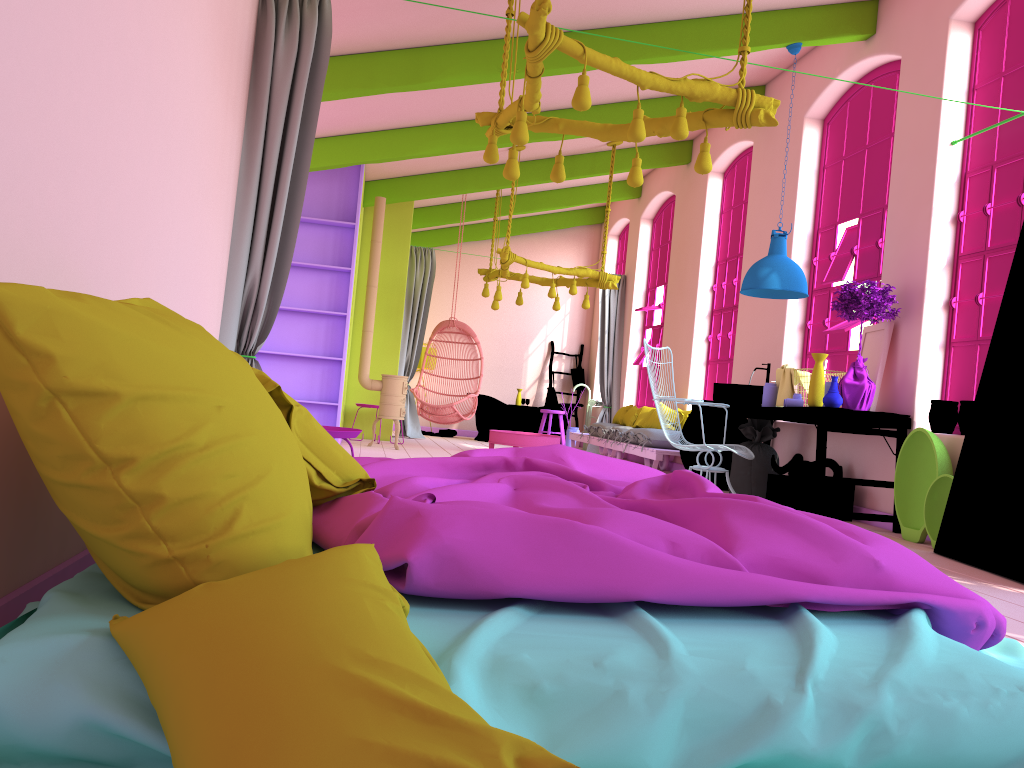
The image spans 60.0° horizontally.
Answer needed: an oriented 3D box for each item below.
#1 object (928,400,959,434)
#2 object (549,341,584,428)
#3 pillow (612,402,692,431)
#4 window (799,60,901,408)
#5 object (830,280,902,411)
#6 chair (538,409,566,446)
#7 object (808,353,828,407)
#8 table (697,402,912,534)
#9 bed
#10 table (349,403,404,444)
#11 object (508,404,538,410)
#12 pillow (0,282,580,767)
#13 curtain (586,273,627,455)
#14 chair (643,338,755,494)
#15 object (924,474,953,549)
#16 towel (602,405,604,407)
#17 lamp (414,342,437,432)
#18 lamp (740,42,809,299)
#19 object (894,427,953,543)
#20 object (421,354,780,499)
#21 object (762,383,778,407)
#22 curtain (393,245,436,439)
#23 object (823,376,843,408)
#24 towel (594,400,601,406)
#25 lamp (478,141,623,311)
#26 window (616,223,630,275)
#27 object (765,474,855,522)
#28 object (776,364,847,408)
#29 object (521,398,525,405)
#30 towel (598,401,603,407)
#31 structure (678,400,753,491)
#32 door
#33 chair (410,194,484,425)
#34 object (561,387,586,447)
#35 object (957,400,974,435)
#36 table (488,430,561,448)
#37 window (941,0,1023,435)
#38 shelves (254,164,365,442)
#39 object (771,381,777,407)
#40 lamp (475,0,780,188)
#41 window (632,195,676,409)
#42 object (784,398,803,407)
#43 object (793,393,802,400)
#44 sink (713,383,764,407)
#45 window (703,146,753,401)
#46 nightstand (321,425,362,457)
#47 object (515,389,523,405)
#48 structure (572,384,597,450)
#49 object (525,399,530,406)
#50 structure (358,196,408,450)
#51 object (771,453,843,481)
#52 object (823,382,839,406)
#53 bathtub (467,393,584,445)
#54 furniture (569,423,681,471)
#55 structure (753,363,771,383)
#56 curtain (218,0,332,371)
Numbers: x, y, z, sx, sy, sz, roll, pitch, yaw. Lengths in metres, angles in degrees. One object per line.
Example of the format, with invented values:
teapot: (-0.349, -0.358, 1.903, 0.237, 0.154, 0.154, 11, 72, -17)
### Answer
object: (2.895, 0.223, 5.952, 0.182, 0.222, 0.182, 6, -1, -32)
object: (0.885, 0.170, 14.948, 0.603, 1.764, 0.410, 5, -1, -9)
pillow: (1.663, 0.413, 10.926, 0.578, 0.399, 1.997, 6, -1, -10)
window: (2.898, -1.142, 7.464, 0.492, 3.003, 1.497, 5, -1, -9)
object: (2.480, -0.277, 6.330, 0.502, 0.950, 0.441, 5, -1, 41)
chair: (0.555, 0.678, 13.032, 0.473, 0.593, 0.446, 6, -1, -41)
object: (2.183, -0.025, 6.337, 0.116, 0.383, 0.116, 6, -1, -36)
table: (2.217, 0.593, 7.096, 0.655, 0.820, 2.192, 6, -1, -9)
bed: (0.299, 0.478, 2.585, 2.803, 0.514, 3.576, 6, -1, -10)
table: (-1.652, 0.490, 10.940, 0.596, 0.458, 0.596, 5, -1, 28)
object: (0.168, 0.376, 14.088, 0.360, 0.068, 1.323, 6, -1, -9)
pillow: (-0.713, 0.209, 2.155, 0.849, 0.822, 2.617, 6, -1, -20)
curtain: (1.459, -0.293, 13.229, 0.518, 2.785, 0.525, 5, -1, 10)
chair: (1.490, 0.317, 6.935, 0.924, 1.238, 1.079, 5, -1, 25)
object: (2.649, 0.777, 5.348, 0.137, 0.462, 0.284, 6, -1, -24)
towel: (1.564, 0.316, 13.882, 0.262, 0.102, 0.247, 6, -1, -14)
lamp: (-1.522, 0.054, 14.440, 0.491, 1.466, 0.477, 5, -1, 21)
lamp: (2.169, -1.706, 7.042, 0.528, 2.002, 0.529, 5, -1, 22)
object: (2.680, 0.653, 5.685, 0.218, 0.733, 0.451, 5, -1, -9)
object: (0.404, 0.128, 11.102, 2.827, 1.580, 7.864, 6, -1, -9)
object: (2.101, 0.093, 7.228, 0.109, 0.197, 0.109, 6, -1, -17)
curtain: (-1.423, -0.630, 12.756, 0.519, 2.785, 0.525, 6, -1, -29)
object: (2.227, 0.057, 6.143, 0.132, 0.219, 0.132, 5, -1, 7)
towel: (1.477, 0.319, 14.412, 0.262, 0.102, 0.247, 6, -1, -9)
lamp: (0.269, -1.981, 10.849, 1.611, 2.264, 1.775, 6, -1, -28)
window: (1.772, -1.115, 14.194, 0.072, 3.047, 1.275, 5, -1, -9)
object: (2.267, 0.864, 6.779, 0.446, 0.277, 0.521, 6, -1, -9)
object: (2.350, 0.031, 7.089, 0.444, 0.369, 0.633, 6, -1, -9)
object: (0.174, 0.312, 13.890, 0.069, 0.170, 0.069, 5, -1, 10)
towel: (1.521, 0.318, 14.148, 0.247, 0.102, 0.262, 6, -1, -19)
structure: (1.971, 0.592, 8.585, 0.718, 0.844, 0.717, 6, -1, -42)
door: (2.781, -0.097, 4.614, 0.450, 2.210, 1.153, 5, -1, 1)
chair: (-0.721, -1.050, 11.085, 0.860, 3.129, 0.806, 5, -1, 10)
object: (0.911, 0.519, 13.437, 0.451, 0.987, 0.277, 5, -1, 35)
object: (2.944, 0.222, 5.658, 0.182, 0.222, 0.182, 6, -1, -27)
table: (0.150, 0.747, 10.883, 0.885, 0.285, 0.886, 5, -1, 17)
window: (3.209, -1.160, 5.570, 0.072, 3.047, 1.275, 5, -1, -9)
shelves: (-2.595, -0.948, 9.173, 1.842, 3.104, 0.384, 5, -1, -9)
object: (2.234, 0.088, 7.517, 0.165, 0.250, 0.411, 5, -1, 26)
lamp: (0.470, -2.276, 5.262, 1.611, 2.264, 1.775, 6, -1, -28)
window: (2.086, -1.115, 12.311, 0.551, 3.009, 1.513, 5, -1, -9)
object: (2.153, 0.152, 6.786, 0.137, 0.076, 0.076, 5, -1, 11)
object: (2.204, 0.134, 6.862, 0.065, 0.118, 0.065, 5, -1, 39)
sink: (1.989, 0.093, 7.712, 0.340, 0.194, 0.609, 6, -1, -9)
window: (2.489, -1.138, 9.890, 0.072, 3.047, 1.275, 5, -1, -9)
nightstand: (-0.987, 0.406, 3.935, 0.596, 0.458, 0.596, 5, -1, 28)
object: (0.107, 0.236, 14.046, 0.097, 0.321, 0.097, 5, -1, 2)
structure: (1.179, 0.532, 14.237, 0.451, 1.061, 0.254, 5, -1, 34)
object: (0.245, 0.322, 14.067, 0.069, 0.170, 0.069, 5, -1, 10)
structure: (-1.381, -0.681, 10.127, 0.577, 2.814, 0.403, 5, -1, 8)
object: (2.284, 0.775, 6.929, 0.300, 0.448, 0.672, 6, -1, -34)
object: (2.311, 0.087, 6.430, 0.109, 0.197, 0.109, 5, -1, 28)
bathtub: (0.180, 0.590, 14.090, 1.889, 0.740, 0.826, 6, -1, -9)
furniture: (1.477, 0.759, 10.814, 0.908, 0.507, 3.775, 6, -1, -9)
structure: (2.177, 0.012, 7.768, 0.166, 0.396, 0.087, 5, -1, 0)
curtain: (-1.276, -0.777, 4.571, 0.519, 2.785, 0.525, 6, -1, -29)
